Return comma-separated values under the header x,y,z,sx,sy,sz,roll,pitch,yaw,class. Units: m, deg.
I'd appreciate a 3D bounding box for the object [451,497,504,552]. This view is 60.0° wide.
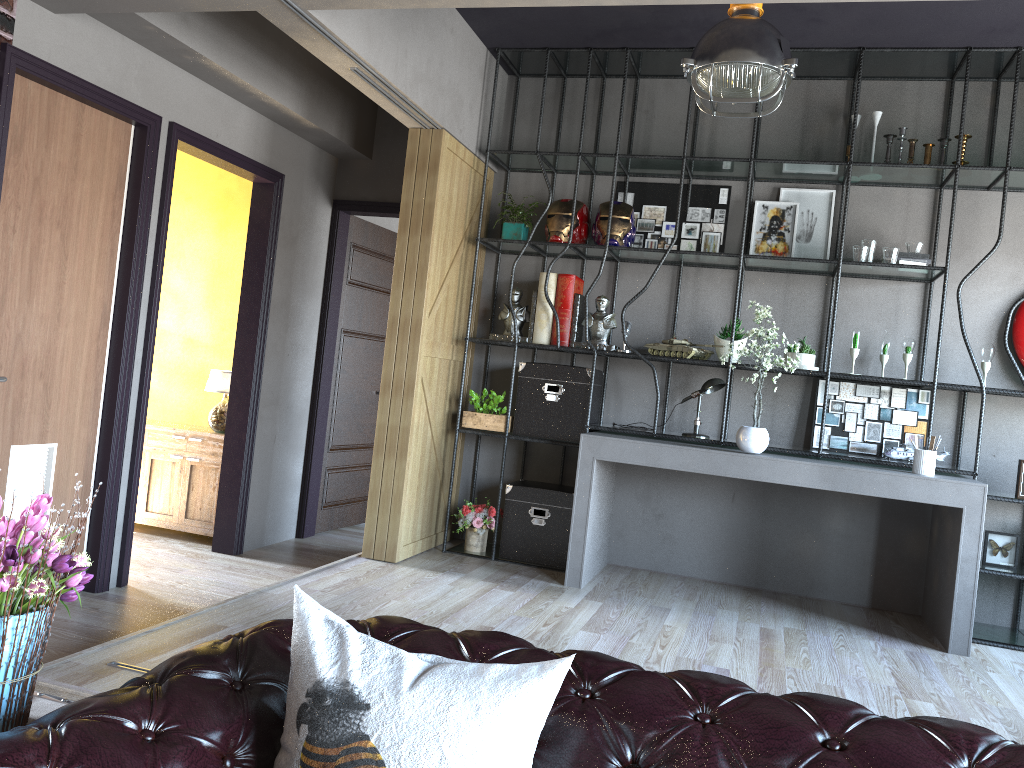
x,y,z,sx,sy,sz,roll,pitch,yaw,class
-0.246,0.906,5.799,0.345,0.362,0.331,6,0,20,object

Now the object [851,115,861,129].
x,y,z,sx,sy,sz,roll,pitch,yaw,class
2.106,-1.462,5.476,0.128,0.390,0.128,6,0,-15,object

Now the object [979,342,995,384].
x,y,z,sx,sy,sz,roll,pitch,yaw,class
2.728,-0.106,5.108,0.113,0.270,0.113,6,0,5,object

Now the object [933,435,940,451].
x,y,z,sx,sy,sz,roll,pitch,yaw,class
2.278,0.366,4.791,0.052,0.185,0.009,6,-1,18,object

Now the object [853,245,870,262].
x,y,z,sx,sy,sz,roll,pitch,yaw,class
2.018,-0.746,5.139,0.092,0.099,0.092,6,0,-36,object

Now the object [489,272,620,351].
x,y,z,sx,sy,sz,roll,pitch,yaw,class
0.302,-0.472,5.782,0.833,0.466,0.289,6,0,16,object

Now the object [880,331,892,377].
x,y,z,sx,sy,sz,roll,pitch,yaw,class
2.261,-0.175,5.387,0.113,0.302,0.113,6,-1,35,object

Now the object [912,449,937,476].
x,y,z,sx,sy,sz,roll,pitch,yaw,class
2.225,0.424,4.787,0.110,0.137,0.110,6,0,26,object

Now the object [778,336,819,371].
x,y,z,sx,sy,sz,roll,pitch,yaw,class
1.726,-0.188,5.316,0.235,0.213,0.235,6,0,-29,object

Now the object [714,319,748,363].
x,y,z,sx,sy,sz,roll,pitch,yaw,class
1.339,-0.278,5.413,0.136,0.305,0.193,7,0,-40,object

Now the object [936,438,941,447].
x,y,z,sx,sy,sz,roll,pitch,yaw,class
2.273,0.373,4.779,0.062,0.169,0.009,6,-1,16,object

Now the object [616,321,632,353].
x,y,z,sx,sy,sz,roll,pitch,yaw,class
0.707,-0.295,5.543,0.093,0.200,0.093,6,0,11,object

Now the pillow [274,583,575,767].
x,y,z,sx,sy,sz,roll,pitch,yaw,class
-0.181,0.619,1.477,0.528,0.469,0.283,6,0,19,pillow

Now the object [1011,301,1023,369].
x,y,z,sx,sy,sz,roll,pitch,yaw,class
3.289,-0.278,5.098,0.751,0.739,0.185,6,0,17,object

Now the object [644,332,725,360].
x,y,z,sx,sy,sz,roll,pitch,yaw,class
1.093,-0.237,5.545,0.206,0.170,0.577,6,0,-39,object

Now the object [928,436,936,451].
x,y,z,sx,sy,sz,roll,pitch,yaw,class
2.267,0.384,4.812,0.036,0.204,0.023,7,-1,-34,object

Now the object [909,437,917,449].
x,y,z,sx,sy,sz,roll,pitch,yaw,class
2.214,0.387,4.805,0.137,0.190,0.009,6,-1,19,object

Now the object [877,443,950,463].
x,y,z,sx,sy,sz,roll,pitch,yaw,class
2.316,0.400,5.181,0.351,0.111,0.379,6,0,-41,object

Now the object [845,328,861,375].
x,y,z,sx,sy,sz,roll,pitch,yaw,class
1.990,-0.190,5.155,0.113,0.275,0.113,6,0,20,object

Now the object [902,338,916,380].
x,y,z,sx,sy,sz,roll,pitch,yaw,class
2.276,-0.144,5.109,0.113,0.246,0.113,6,0,35,object

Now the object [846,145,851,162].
x,y,z,sx,sy,sz,roll,pitch,yaw,class
1.993,-1.341,5.240,0.135,0.129,0.135,6,0,-11,object

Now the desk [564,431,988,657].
x,y,z,sx,sy,sz,roll,pitch,yaw,class
1.481,0.850,5.219,2.130,0.886,0.844,6,0,16,desk

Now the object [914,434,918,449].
x,y,z,sx,sy,sz,roll,pitch,yaw,class
2.206,0.377,4.823,0.023,0.202,0.046,7,-1,-38,object

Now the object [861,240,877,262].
x,y,z,sx,sy,sz,roll,pitch,yaw,class
2.096,-0.765,5.226,0.087,0.155,0.087,6,0,29,object

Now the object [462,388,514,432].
x,y,z,sx,sy,sz,roll,pitch,yaw,class
-0.147,0.162,5.729,0.304,0.265,0.180,6,0,16,object

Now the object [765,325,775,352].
x,y,z,sx,sy,sz,roll,pitch,yaw,class
1.601,-0.234,5.531,0.113,0.273,0.113,6,0,-17,object

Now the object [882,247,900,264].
x,y,z,sx,sy,sz,roll,pitch,yaw,class
2.173,-0.728,5.093,0.092,0.099,0.093,6,0,-26,object

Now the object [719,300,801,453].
x,y,z,sx,sy,sz,roll,pitch,yaw,class
1.389,-0.042,4.928,0.398,0.852,0.421,6,0,-27,object

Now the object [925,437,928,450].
x,y,z,sx,sy,sz,roll,pitch,yaw,class
2.251,0.373,4.825,0.009,0.167,0.061,6,-1,29,object

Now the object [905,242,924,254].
x,y,z,sx,sy,sz,roll,pitch,yaw,class
2.388,-0.801,5.264,0.103,0.068,0.103,6,0,9,object

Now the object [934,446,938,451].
x,y,z,sx,sy,sz,roll,pitch,yaw,class
2.248,0.404,4.769,0.068,0.159,0.009,6,-1,30,object
